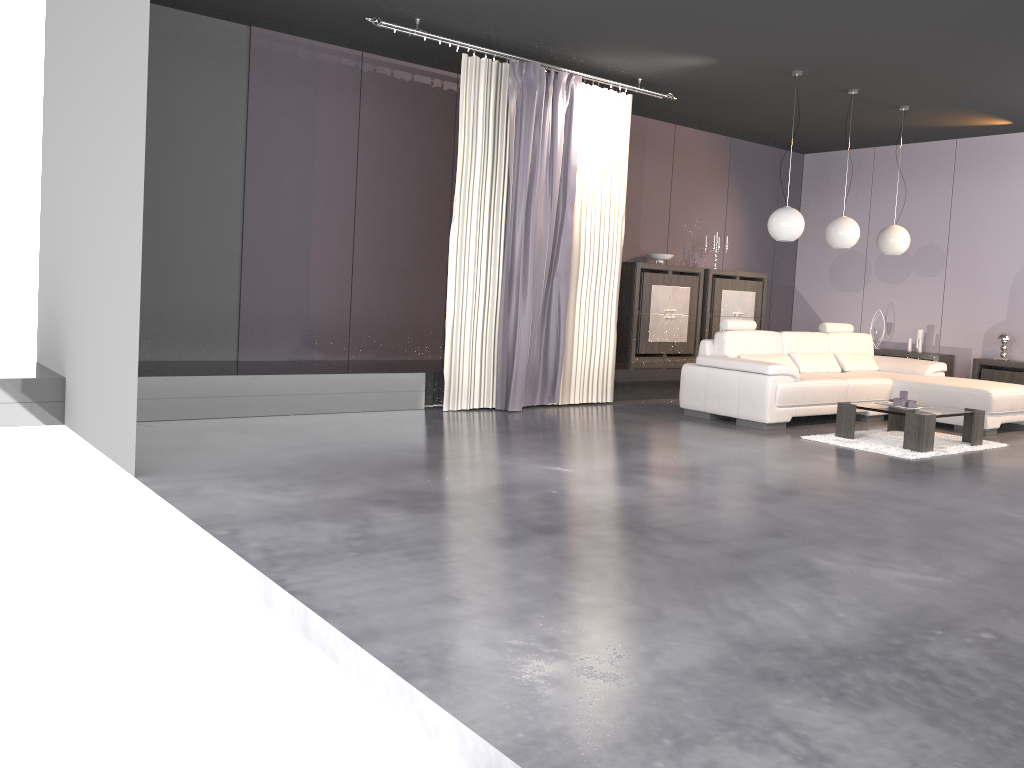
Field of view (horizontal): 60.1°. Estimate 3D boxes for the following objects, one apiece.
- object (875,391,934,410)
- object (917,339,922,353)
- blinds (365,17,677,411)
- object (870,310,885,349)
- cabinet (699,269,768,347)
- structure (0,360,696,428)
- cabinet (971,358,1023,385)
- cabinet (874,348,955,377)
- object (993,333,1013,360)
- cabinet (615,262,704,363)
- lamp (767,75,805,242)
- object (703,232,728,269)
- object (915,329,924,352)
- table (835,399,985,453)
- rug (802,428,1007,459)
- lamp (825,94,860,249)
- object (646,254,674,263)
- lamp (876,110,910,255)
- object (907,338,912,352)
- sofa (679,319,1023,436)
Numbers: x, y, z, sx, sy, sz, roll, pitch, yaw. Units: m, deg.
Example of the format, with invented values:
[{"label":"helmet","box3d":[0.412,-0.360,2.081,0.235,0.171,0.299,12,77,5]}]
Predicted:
[{"label":"object","box3d":[3.005,0.118,6.781,0.304,0.136,0.305,0,7,-33]},{"label":"object","box3d":[4.661,-0.435,10.121,0.051,0.151,0.051,5,4,31]},{"label":"blinds","box3d":[0.185,-1.275,7.424,3.288,2.988,0.249,0,5,-37]},{"label":"object","box3d":[4.354,-0.655,10.547,0.108,0.464,0.124,1,4,-37]},{"label":"cabinet","box3d":[2.556,-0.810,10.579,1.072,1.072,0.413,0,5,-38]},{"label":"structure","box3d":[0.011,-0.029,8.363,8.771,0.299,1.004,-1,7,-37]},{"label":"cabinet","box3d":[5.390,0.059,9.190,0.377,0.553,1.076,0,6,-37]},{"label":"cabinet","box3d":[4.513,-0.112,10.335,0.377,0.553,1.076,0,6,-37]},{"label":"object","box3d":[5.243,-0.402,9.434,0.140,0.283,0.140,0,5,-38]},{"label":"cabinet","box3d":[1.632,-0.787,9.870,1.072,1.072,0.413,0,5,-38]},{"label":"lamp","box3d":[2.395,-1.939,7.606,0.307,1.411,0.307,4,4,20]},{"label":"object","box3d":[2.392,-1.562,10.394,0.229,0.444,0.230,2,4,-20]},{"label":"object","box3d":[4.696,-0.500,10.220,0.089,0.263,0.089,4,4,14]},{"label":"table","box3d":[3.085,0.307,6.864,0.905,0.270,0.703,-1,7,-37]},{"label":"rug","box3d":[3.060,0.444,6.870,1.526,0.023,0.920,-1,8,-38]},{"label":"lamp","box3d":[3.074,-1.956,8.126,0.307,1.411,0.307,1,4,-34]},{"label":"object","box3d":[1.644,-1.383,9.862,0.309,0.116,0.310,3,6,-4]},{"label":"lamp","box3d":[3.778,-1.974,8.671,0.307,1.411,0.307,1,4,-34]},{"label":"object","box3d":[4.587,-0.450,10.217,0.051,0.151,0.051,5,4,31]},{"label":"sofa","box3d":[3.159,-0.081,7.884,2.862,0.856,1.875,-1,7,-37]}]
